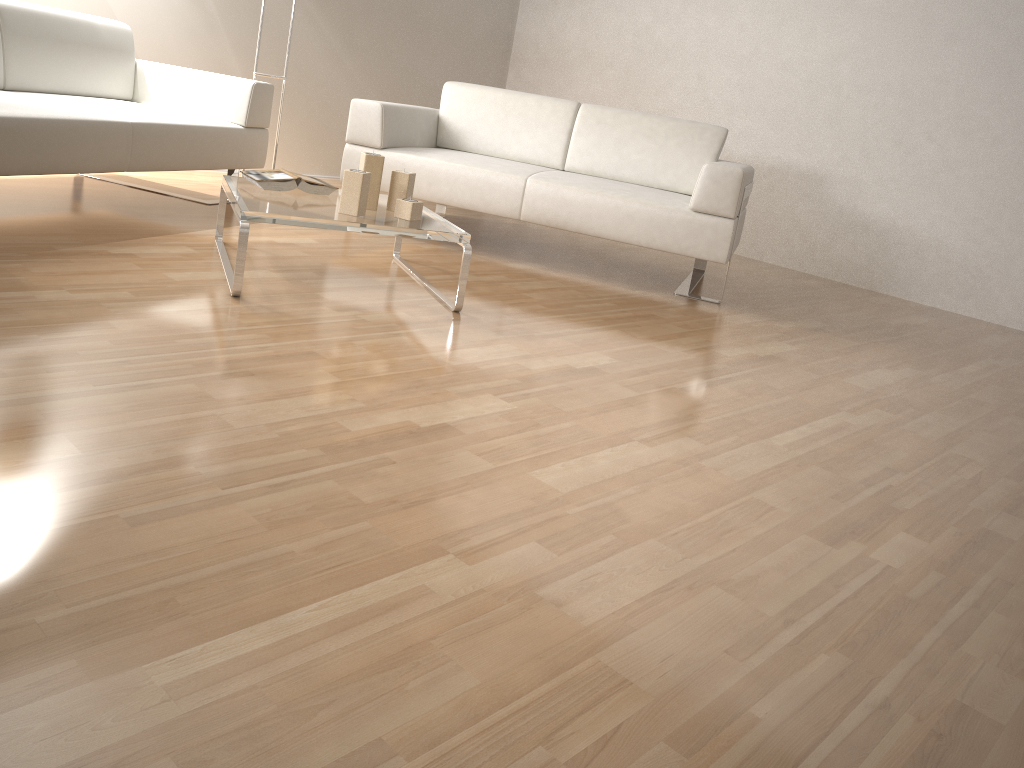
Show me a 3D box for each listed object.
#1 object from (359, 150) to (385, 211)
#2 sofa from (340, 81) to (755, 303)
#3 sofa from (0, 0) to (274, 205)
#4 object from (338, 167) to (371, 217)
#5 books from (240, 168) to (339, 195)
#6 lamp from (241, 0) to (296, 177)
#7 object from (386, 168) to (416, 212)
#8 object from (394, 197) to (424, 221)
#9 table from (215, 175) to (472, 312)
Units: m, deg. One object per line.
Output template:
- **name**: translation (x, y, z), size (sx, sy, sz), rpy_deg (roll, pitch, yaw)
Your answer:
- **object**: translation (-0.475, -0.681, 2.916), size (0.067, 0.191, 0.069), rpy_deg (6, 11, -24)
- **sofa**: translation (0.199, -0.987, 4.162), size (1.799, 0.719, 0.927), rpy_deg (15, 15, 16)
- **sofa**: translation (-1.800, -1.062, 3.314), size (0.914, 0.716, 1.827), rpy_deg (14, 17, 15)
- **object**: translation (-0.492, -0.606, 2.745), size (0.067, 0.146, 0.068), rpy_deg (12, 11, 10)
- **books**: translation (-0.782, -0.714, 3.075), size (0.291, 0.054, 0.211), rpy_deg (-2, 20, -33)
- **lamp**: translation (-1.242, -1.852, 4.602), size (0.363, 1.624, 0.215), rpy_deg (5, 11, -29)
- **object**: translation (-0.377, -0.662, 2.981), size (0.067, 0.147, 0.068), rpy_deg (12, 11, 10)
- **object**: translation (-0.335, -0.575, 2.856), size (0.068, 0.072, 0.068), rpy_deg (16, 15, 25)
- **table**: translation (-0.604, -0.492, 2.969), size (0.697, 0.242, 0.826), rpy_deg (3, 18, -23)
